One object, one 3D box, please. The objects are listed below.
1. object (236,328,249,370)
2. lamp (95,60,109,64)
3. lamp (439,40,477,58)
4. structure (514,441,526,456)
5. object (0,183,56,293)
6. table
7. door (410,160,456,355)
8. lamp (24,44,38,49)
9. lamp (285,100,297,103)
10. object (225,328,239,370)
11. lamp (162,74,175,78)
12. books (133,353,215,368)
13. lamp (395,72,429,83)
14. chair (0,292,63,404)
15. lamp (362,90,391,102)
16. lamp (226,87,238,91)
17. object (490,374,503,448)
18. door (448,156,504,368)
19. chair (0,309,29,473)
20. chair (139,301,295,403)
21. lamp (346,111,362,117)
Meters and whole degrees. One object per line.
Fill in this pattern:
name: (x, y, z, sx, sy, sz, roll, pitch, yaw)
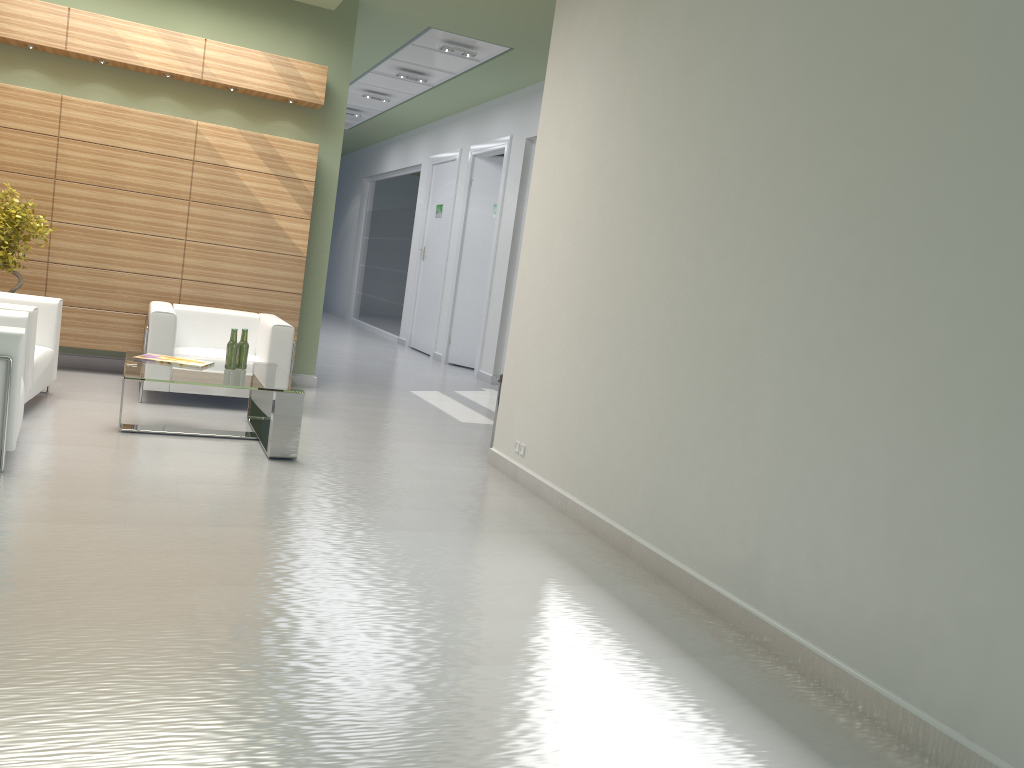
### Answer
object: (-3.150, -0.411, 10.384, 0.131, 0.475, 0.131, 12, 7, 31)
lamp: (-5.886, -4.657, 12.745, 0.181, 0.074, 0.181, 11, 7, 27)
lamp: (-0.989, -6.162, 16.305, 0.657, 0.159, 0.286, 5, 7, -23)
structure: (0.089, 0.728, 10.079, 0.017, 0.118, 0.262, 5, 7, -23)
object: (-6.725, -1.337, 11.487, 1.116, 2.565, 1.201, 13, 8, 34)
table: (-3.469, 0.197, 10.080, 1.783, 0.742, 2.197, 5, 7, -23)
door: (-2.152, -3.403, 23.876, 0.250, 5.083, 2.089, 5, 7, -23)
lamp: (-6.718, -4.736, 12.385, 0.181, 0.074, 0.181, 5, 7, -29)
lamp: (-3.437, -4.424, 13.805, 0.181, 0.074, 0.181, 5, 7, -29)
object: (-3.223, -0.403, 10.222, 0.131, 0.475, 0.131, 12, 7, 31)
lamp: (-5.072, -4.580, 13.097, 0.181, 0.074, 0.181, 5, 7, -29)
books: (-3.884, -0.269, 10.213, 0.762, 0.025, 0.508, 8, 6, -3)
lamp: (-2.147, -6.641, 19.087, 0.657, 0.159, 0.286, 5, 7, -23)
chair: (-6.239, -0.421, 10.055, 1.769, 1.234, 1.894, 6, 7, -18)
lamp: (-3.358, -7.142, 21.994, 0.657, 0.159, 0.286, 5, 7, -23)
lamp: (-4.246, -4.501, 13.455, 0.181, 0.074, 0.181, 11, 7, 27)
object: (-0.004, 0.415, 11.450, 0.482, 1.027, 0.483, 13, 8, 37)
door: (-0.400, -2.848, 21.185, 2.089, 5.083, 0.134, 13, 8, 36)
chair: (-5.371, -0.057, 7.929, 1.802, 1.234, 1.894, 5, 7, -28)
chair: (-4.176, -0.399, 12.499, 1.894, 1.234, 1.802, 5, 7, -23)
lamp: (-4.548, -7.634, 24.851, 0.657, 0.159, 0.286, 5, 7, -23)
